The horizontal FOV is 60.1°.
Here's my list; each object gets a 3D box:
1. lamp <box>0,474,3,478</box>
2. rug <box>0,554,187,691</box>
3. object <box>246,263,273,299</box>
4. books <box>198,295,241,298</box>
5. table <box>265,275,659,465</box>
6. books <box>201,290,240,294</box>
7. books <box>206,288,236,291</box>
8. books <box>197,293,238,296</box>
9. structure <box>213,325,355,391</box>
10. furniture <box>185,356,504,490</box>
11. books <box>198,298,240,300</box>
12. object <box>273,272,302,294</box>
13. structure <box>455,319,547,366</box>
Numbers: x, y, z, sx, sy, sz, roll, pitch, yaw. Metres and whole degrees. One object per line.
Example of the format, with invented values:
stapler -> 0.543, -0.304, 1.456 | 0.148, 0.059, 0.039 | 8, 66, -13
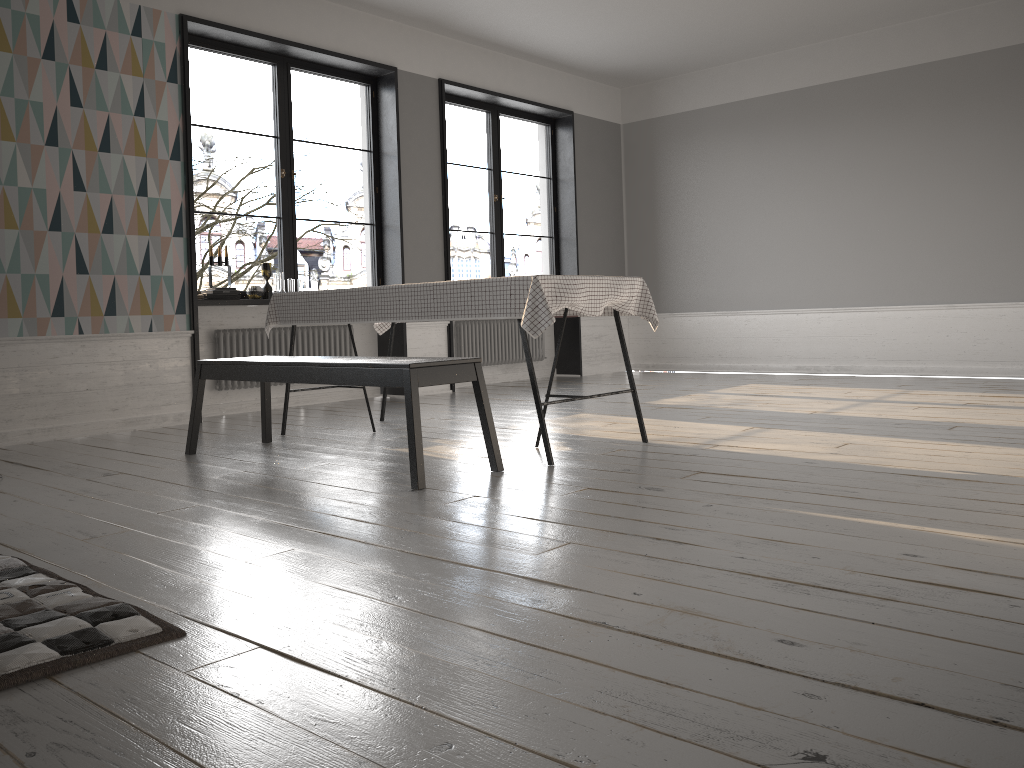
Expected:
lamp -> -2.803, -0.444, 3.964 | 1.246, 1.701, 0.681 | 0, 2, 40
rug -> -2.151, 0.570, 1.417 | 1.770, 0.034, 2.533 | 2, 6, 41
object -> -1.760, -0.718, 6.179 | 0.195, 0.256, 0.115 | -3, 2, -39
books -> -1.991, -0.584, 5.937 | 0.183, 0.019, 0.272 | 2, 6, 41
table -> -0.325, -0.112, 4.528 | 2.025, 0.783, 0.933 | 1, 4, 41
books -> -1.962, -0.617, 5.953 | 0.162, 0.022, 0.199 | 2, 6, 42
books -> -1.957, -0.637, 5.953 | 0.124, 0.017, 0.154 | 2, 6, 43
books -> -1.982, -0.599, 5.940 | 0.216, 0.011, 0.174 | -6, 6, -43
structure -> -1.640, -0.209, 6.521 | 0.148, 0.427, 1.226 | -1, 4, 39
furniture -> -0.817, 0.117, 3.918 | 1.669, 0.455, 0.466 | 2, 4, 41
books -> -1.986, -0.568, 5.930 | 0.162, 0.011, 0.268 | 2, 6, 44
object -> -1.603, -0.705, 6.372 | 0.153, 0.192, 0.268 | 0, 3, 41
structure -> -0.091, -0.396, 8.281 | 0.148, 0.427, 1.226 | -1, 4, 39
